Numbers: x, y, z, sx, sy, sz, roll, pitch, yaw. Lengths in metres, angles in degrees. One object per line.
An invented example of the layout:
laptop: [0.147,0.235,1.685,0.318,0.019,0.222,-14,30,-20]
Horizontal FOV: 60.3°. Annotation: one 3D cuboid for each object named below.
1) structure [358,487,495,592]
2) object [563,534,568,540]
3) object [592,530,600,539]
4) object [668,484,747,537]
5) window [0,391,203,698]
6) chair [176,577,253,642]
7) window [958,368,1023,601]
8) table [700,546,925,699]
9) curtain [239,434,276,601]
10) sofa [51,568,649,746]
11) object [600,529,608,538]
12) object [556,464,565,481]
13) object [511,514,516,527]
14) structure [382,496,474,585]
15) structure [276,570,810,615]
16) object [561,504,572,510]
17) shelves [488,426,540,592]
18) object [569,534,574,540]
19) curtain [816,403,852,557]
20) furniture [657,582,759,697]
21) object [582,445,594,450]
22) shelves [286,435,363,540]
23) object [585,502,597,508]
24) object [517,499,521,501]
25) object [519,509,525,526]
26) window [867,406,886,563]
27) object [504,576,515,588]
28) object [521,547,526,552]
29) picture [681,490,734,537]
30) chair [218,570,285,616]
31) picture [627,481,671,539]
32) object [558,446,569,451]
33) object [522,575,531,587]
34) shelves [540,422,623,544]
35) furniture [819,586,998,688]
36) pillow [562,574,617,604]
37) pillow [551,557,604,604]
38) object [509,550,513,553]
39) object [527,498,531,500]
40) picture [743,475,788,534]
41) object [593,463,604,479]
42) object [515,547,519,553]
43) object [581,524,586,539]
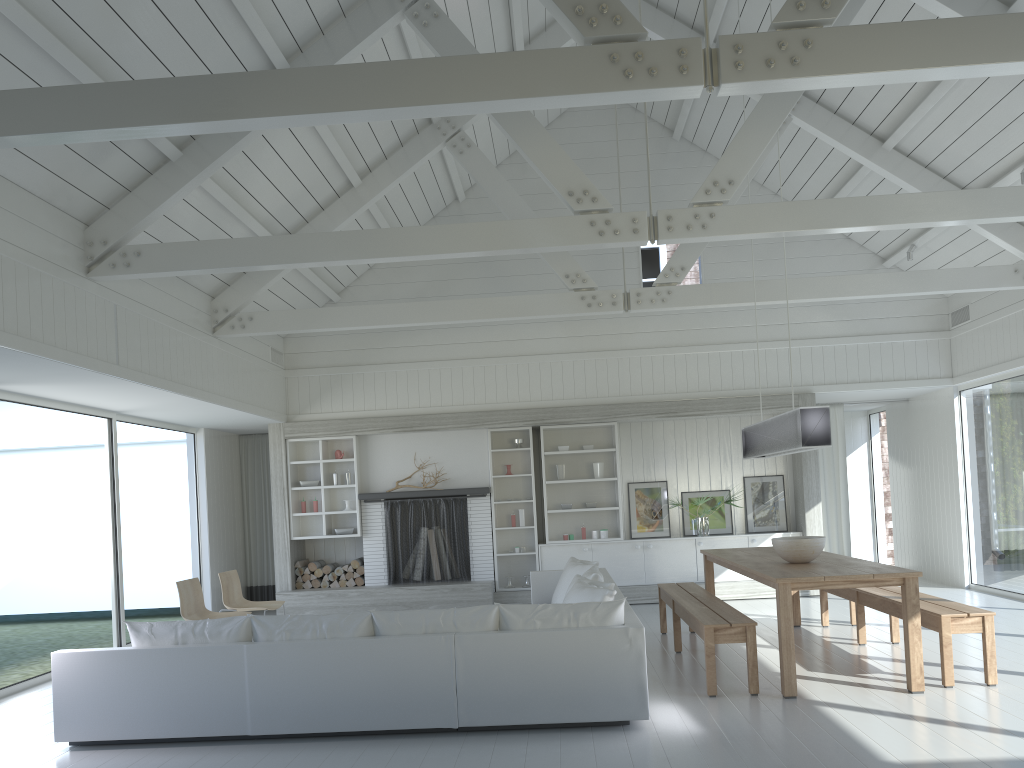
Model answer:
structure: [-1.023,1.985,11.118,1.617,1.283,0.862,-3,-3,3]
object: [0.662,1.892,10.897,0.054,0.071,0.054,-2,-4,-18]
object: [1.046,1.866,10.932,0.092,0.095,0.090,-6,-5,36]
object: [2.360,1.527,10.642,0.971,0.628,0.625,-3,-4,0]
window: [-4.086,1.215,6.650,0.080,2.410,8.764,-3,-7,3]
chair: [-2.589,2.061,7.562,0.555,0.778,0.597,-3,-3,3]
window: [5.089,0.546,5.082,0.080,2.409,10.991,-3,-7,3]
table: [2.208,1.766,6.993,0.906,0.760,2.965,-3,-7,3]
curtain: [-3.401,1.860,12.115,0.630,2.365,0.117,-3,-1,2]
sofa: [-0.861,1.946,7.144,3.477,0.735,4.157,-3,-7,3]
object: [1.136,1.844,10.860,0.085,0.111,0.085,-6,-4,38]
object: [0.605,1.099,10.923,0.102,0.196,0.103,-3,-2,3]
object: [0.018,1.674,10.950,0.054,0.196,0.054,-3,-2,2]
structure: [-1.041,1.918,10.763,1.098,1.061,0.117,-3,-1,3]
structure: [0.391,2.613,11.334,6.350,0.345,1.893,-3,-7,3]
object: [0.677,1.518,10.912,0.141,0.066,0.142,-3,-6,3]
shelves: [0.038,1.569,11.087,0.541,1.995,0.606,-3,-2,3]
object: [0.733,1.897,10.920,0.058,0.061,0.058,-1,-4,-20]
curtain: [4.039,1.451,11.881,1.006,2.365,0.116,-3,-1,3]
furniture: [1.493,1.953,7.021,0.340,0.469,2.696,-3,-7,3]
object: [0.956,0.807,11.052,0.141,0.066,0.142,-3,-6,3]
shelves: [-2.303,1.306,11.082,0.866,1.236,0.550,-3,-2,3]
object: [0.992,1.518,11.038,0.141,0.066,0.142,-3,-6,3]
object: [0.089,1.441,10.988,0.054,0.025,0.054,-3,-6,3]
object: [0.124,1.661,10.943,0.072,0.210,0.071,-3,-2,2]
window: [5.529,1.558,13.110,0.038,2.422,0.948,-3,-2,3]
object: [-0.031,2.456,10.937,0.137,0.130,0.137,1,-6,-45]
object: [0.140,2.056,10.938,0.058,0.061,0.058,-3,-4,2]
picture: [2.421,1.601,10.935,0.609,0.552,0.054,-3,-1,3]
chair: [-2.493,2.157,8.339,0.555,0.778,0.597,-3,-3,3]
picture: [1.705,1.566,10.962,0.495,0.702,0.065,-3,-1,3]
object: [0.641,0.807,10.926,0.141,0.066,0.142,-3,-6,3]
object: [0.188,2.444,10.926,0.137,0.130,0.137,1,-6,-45]
shelves: [0.865,1.245,11.050,0.939,1.440,0.607,-3,-2,3]
furniture: [2.987,1.867,6.946,0.340,0.469,2.696,-3,-7,3]
pillow: [0.502,1.657,6.335,0.465,0.476,1.326,-2,-7,-6]
pillow: [0.626,1.865,7.994,0.462,0.475,2.070,-3,-7,-5]
object: [-0.010,2.083,10.947,0.054,0.025,0.054,-3,-6,3]
object: [0.210,1.441,11.036,0.054,0.025,0.054,-3,-6,3]
picture: [3.132,1.484,10.890,0.495,0.702,0.065,-3,-1,3]
object: [1.073,1.072,10.899,0.102,0.196,0.103,-1,-3,-42]
object: [0.066,2.055,10.944,0.054,0.071,0.054,-3,-3,2]
object: [0.886,1.819,10.903,0.054,0.196,0.054,-3,-2,2]
